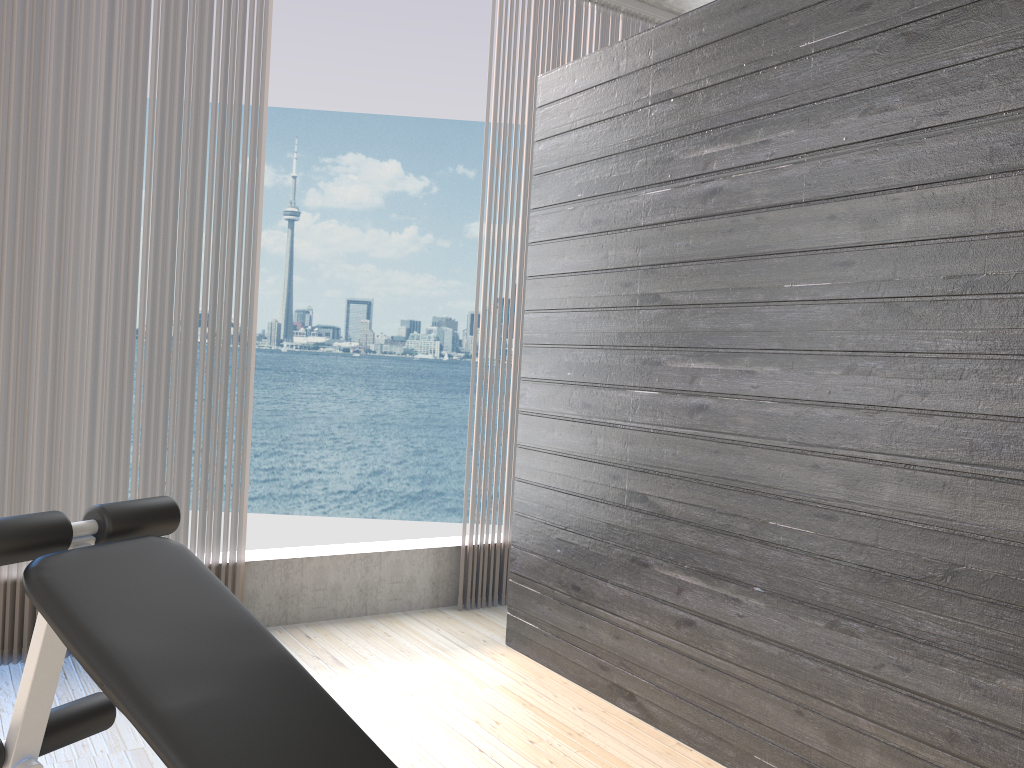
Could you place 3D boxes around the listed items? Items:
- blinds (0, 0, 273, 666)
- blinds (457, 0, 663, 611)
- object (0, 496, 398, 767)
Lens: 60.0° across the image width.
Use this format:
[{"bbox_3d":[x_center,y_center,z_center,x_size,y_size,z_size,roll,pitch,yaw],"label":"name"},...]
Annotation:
[{"bbox_3d":[-1.398,-0.456,2.968,1.133,2.744,0.069,2,2,-33],"label":"blinds"},{"bbox_3d":[0.308,-0.384,4.072,1.133,2.744,0.069,2,2,-33],"label":"blinds"},{"bbox_3d":[-0.451,0.631,1.483,1.312,0.746,0.505,4,1,26],"label":"object"}]
